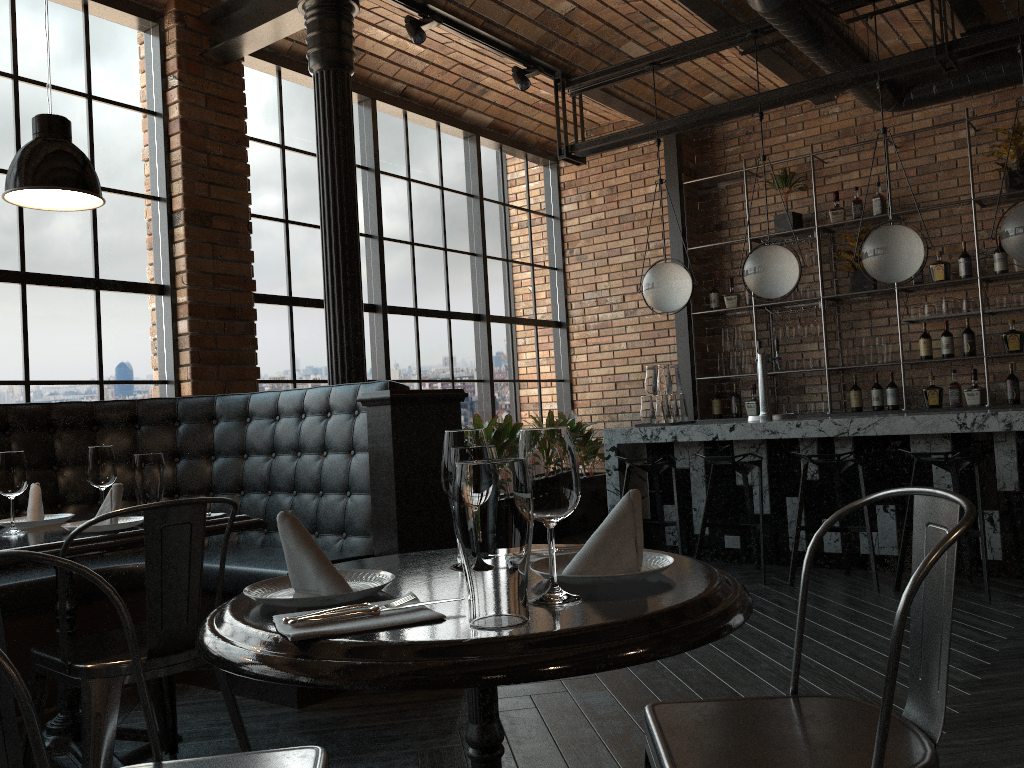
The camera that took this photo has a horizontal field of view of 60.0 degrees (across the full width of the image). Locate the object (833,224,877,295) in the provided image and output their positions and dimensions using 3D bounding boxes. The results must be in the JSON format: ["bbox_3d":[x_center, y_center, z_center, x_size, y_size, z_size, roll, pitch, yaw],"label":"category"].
[{"bbox_3d":[2.778,-0.980,7.012,0.425,0.526,0.430,-1,-3,-41],"label":"object"}]

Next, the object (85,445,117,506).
[{"bbox_3d":[-1.316,0.321,2.846,0.092,0.244,0.092,-3,-2,-3],"label":"object"}]

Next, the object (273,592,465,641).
[{"bbox_3d":[-0.192,0.310,1.212,0.255,0.019,0.157,-2,-2,-23],"label":"object"}]

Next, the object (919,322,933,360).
[{"bbox_3d":[3.159,-0.325,6.773,0.086,0.299,0.086,-3,-2,-4],"label":"object"}]

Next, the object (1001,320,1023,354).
[{"bbox_3d":[3.625,-0.339,6.417,0.151,0.248,0.094,-4,-2,26],"label":"object"}]

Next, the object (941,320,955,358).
[{"bbox_3d":[3.291,-0.336,6.706,0.086,0.298,0.086,-3,-2,-4],"label":"object"}]

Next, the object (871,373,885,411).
[{"bbox_3d":[2.888,0.063,7.010,0.086,0.298,0.086,-3,-2,-4],"label":"object"}]

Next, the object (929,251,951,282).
[{"bbox_3d":[3.236,-0.879,6.704,0.151,0.248,0.094,-5,-3,40],"label":"object"}]

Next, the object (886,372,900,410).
[{"bbox_3d":[2.969,0.055,6.920,0.086,0.298,0.086,-3,-2,-4],"label":"object"}]

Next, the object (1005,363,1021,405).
[{"bbox_3d":[3.610,-0.001,6.399,0.086,0.297,0.086,-3,-2,-19],"label":"object"}]

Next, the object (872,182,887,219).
[{"bbox_3d":[2.883,-1.441,6.965,0.083,0.282,0.083,-2,-3,-38],"label":"object"}]

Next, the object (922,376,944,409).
[{"bbox_3d":[3.198,0.061,6.738,0.151,0.248,0.094,-4,-2,26],"label":"object"}]

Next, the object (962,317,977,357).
[{"bbox_3d":[3.395,-0.346,6.593,0.086,0.297,0.086,-3,-2,-4],"label":"object"}]

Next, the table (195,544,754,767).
[{"bbox_3d":[-0.037,0.698,1.431,0.866,0.758,0.866,-3,-2,0],"label":"table"}]

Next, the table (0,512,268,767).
[{"bbox_3d":[-1.371,0.823,2.736,0.872,0.758,0.872,-5,-3,37],"label":"table"}]

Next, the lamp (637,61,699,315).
[{"bbox_3d":[1.027,-1.347,6.115,0.340,1.754,0.340,-3,-2,-7],"label":"lamp"}]

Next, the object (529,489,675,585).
[{"bbox_3d":[0.142,0.244,1.431,0.232,0.139,0.232,-4,-2,7],"label":"object"}]

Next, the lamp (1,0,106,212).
[{"bbox_3d":[-1.485,-1.400,2.819,0.291,1.653,0.291,-3,-2,-8],"label":"lamp"}]

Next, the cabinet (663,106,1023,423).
[{"bbox_3d":[2.868,-0.718,6.932,7.075,3.779,0.564,-5,-3,37],"label":"cabinet"}]

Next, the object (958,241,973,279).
[{"bbox_3d":[3.380,-0.915,6.614,0.086,0.298,0.086,-3,-2,-4],"label":"object"}]

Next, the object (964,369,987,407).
[{"bbox_3d":[3.423,0.026,6.554,0.123,0.279,0.123,-2,-3,-40],"label":"object"}]

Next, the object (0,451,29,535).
[{"bbox_3d":[-1.499,0.325,2.656,0.092,0.244,0.092,-3,-2,-3],"label":"object"}]

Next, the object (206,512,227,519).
[{"bbox_3d":[-1.051,0.420,2.843,0.255,0.019,0.157,-5,-3,37],"label":"object"}]

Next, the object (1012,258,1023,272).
[{"bbox_3d":[3.664,-0.931,6.367,0.123,0.279,0.123,-4,-2,25],"label":"object"}]

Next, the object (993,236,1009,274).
[{"bbox_3d":[3.563,-0.932,6.469,0.086,0.298,0.086,-3,-2,-4],"label":"object"}]

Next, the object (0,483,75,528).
[{"bbox_3d":[-1.568,0.397,2.915,0.232,0.139,0.232,-5,-2,31],"label":"object"}]

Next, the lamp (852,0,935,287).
[{"bbox_3d":[2.198,-1.447,5.239,0.340,1.754,0.340,-3,-2,-7],"label":"lamp"}]

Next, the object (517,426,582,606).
[{"bbox_3d":[0.053,0.184,1.258,0.092,0.244,0.092,-5,-3,36],"label":"object"}]

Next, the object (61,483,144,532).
[{"bbox_3d":[-1.217,0.367,2.645,0.232,0.139,0.232,-5,-3,34],"label":"object"}]

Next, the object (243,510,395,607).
[{"bbox_3d":[-0.303,0.268,1.392,0.232,0.139,0.232,-3,-2,-9],"label":"object"}]

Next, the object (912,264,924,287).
[{"bbox_3d":[3.107,-0.886,6.801,0.083,0.282,0.083,-4,-2,22],"label":"object"}]

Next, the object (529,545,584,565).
[{"bbox_3d":[0.080,0.310,1.639,0.255,0.019,0.157,-3,-2,-3],"label":"object"}]

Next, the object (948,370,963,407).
[{"bbox_3d":[3.321,0.033,6.647,0.083,0.282,0.083,-5,-3,37],"label":"object"}]

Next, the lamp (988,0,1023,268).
[{"bbox_3d":[2.783,-1.497,4.801,0.340,1.754,0.340,-3,-2,-7],"label":"lamp"}]

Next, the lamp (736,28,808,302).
[{"bbox_3d":[1.612,-1.397,5.677,0.340,1.754,0.340,-3,-2,-7],"label":"lamp"}]

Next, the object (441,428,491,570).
[{"bbox_3d":[-0.078,0.204,1.587,0.092,0.244,0.092,-5,-3,36],"label":"object"}]

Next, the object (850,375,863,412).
[{"bbox_3d":[2.748,0.075,7.084,0.086,0.299,0.086,-3,-2,-4],"label":"object"}]

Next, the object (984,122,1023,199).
[{"bbox_3d":[3.658,-1.627,6.430,0.425,0.526,0.430,-5,-3,39],"label":"object"}]
